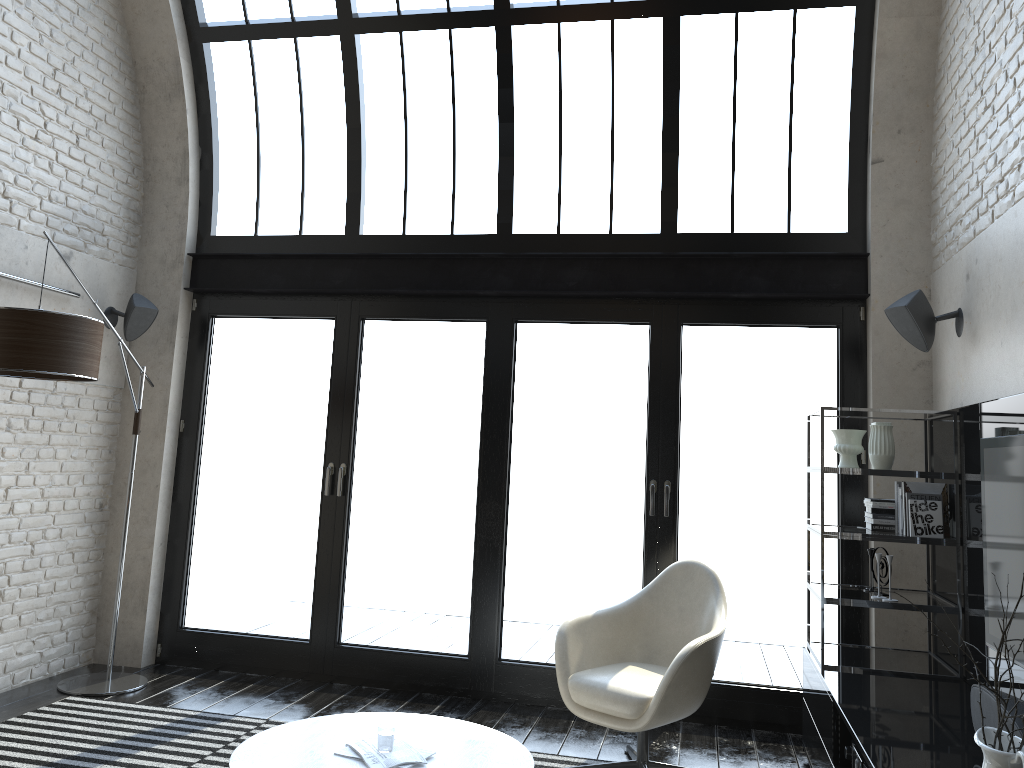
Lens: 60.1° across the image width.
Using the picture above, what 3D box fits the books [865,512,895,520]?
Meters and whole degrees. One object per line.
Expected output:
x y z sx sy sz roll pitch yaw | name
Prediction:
1.890 0.652 4.340 0.268 0.024 0.218 2 -5 12 | books

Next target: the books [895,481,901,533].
1.921 0.590 4.208 0.178 0.243 0.044 1 -8 12 | books

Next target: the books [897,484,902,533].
1.910 0.593 4.167 0.171 0.231 0.041 1 -8 12 | books

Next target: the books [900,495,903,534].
1.872 0.611 4.106 0.125 0.182 0.038 1 -8 12 | books

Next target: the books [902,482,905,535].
1.892 0.576 4.058 0.178 0.245 0.048 1 -8 12 | books

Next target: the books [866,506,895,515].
1.881 0.625 4.343 0.248 0.029 0.196 2 -5 14 | books

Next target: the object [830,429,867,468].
1.678 0.328 4.411 0.171 0.195 0.171 1 -7 12 | object

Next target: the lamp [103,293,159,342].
-2.419 -0.423 5.590 0.357 0.309 0.176 -1 -8 30 | lamp

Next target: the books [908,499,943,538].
1.866 0.608 3.990 0.136 0.166 0.040 1 -8 12 | books

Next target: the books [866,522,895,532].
1.887 0.703 4.331 0.268 0.034 0.196 2 -5 14 | books

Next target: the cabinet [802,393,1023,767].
1.517 0.866 2.932 0.734 1.737 3.081 1 -6 12 | cabinet

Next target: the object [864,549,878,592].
1.740 0.903 4.291 0.065 0.200 0.065 7 -9 -28 | object

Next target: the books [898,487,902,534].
1.910 0.597 4.144 0.182 0.218 0.017 1 -8 12 | books

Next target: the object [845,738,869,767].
1.418 1.386 3.119 0.419 0.131 0.443 2 -5 12 | object

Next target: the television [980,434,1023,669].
1.694 0.538 2.734 0.072 0.778 1.308 1 -6 12 | television

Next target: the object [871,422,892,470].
1.777 0.302 4.255 0.073 0.230 0.117 1 -8 12 | object

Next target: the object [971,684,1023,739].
1.558 1.056 2.690 0.204 0.220 0.524 1 -5 12 | object

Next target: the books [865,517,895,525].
1.878 0.674 4.330 0.251 0.024 0.196 2 -5 10 | books

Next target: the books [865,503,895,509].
1.886 0.604 4.342 0.262 0.015 0.192 2 -5 12 | books

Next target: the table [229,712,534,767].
-0.470 1.503 3.206 1.087 0.302 1.081 -1 -6 35 | table

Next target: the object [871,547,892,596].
1.746 0.882 4.176 0.045 0.221 0.178 3 -7 0 | object

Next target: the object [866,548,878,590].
1.776 0.910 4.356 0.065 0.200 0.065 7 -9 -28 | object

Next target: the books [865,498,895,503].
1.887 0.577 4.354 0.260 0.012 0.208 2 -5 14 | books

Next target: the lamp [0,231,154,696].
-2.228 0.511 4.590 0.557 2.348 1.830 3 -7 -1 | lamp

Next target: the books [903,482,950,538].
1.889 0.574 4.038 0.187 0.246 0.043 1 -8 12 | books

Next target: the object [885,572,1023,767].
1.104 0.699 2.127 0.352 0.788 0.692 2 -7 9 | object

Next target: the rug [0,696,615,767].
-1.076 1.588 2.748 3.403 0.004 3.466 2 -5 12 | rug

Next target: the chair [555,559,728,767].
0.651 1.317 4.116 0.717 0.949 0.771 -3 -9 42 | chair

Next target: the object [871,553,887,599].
1.683 0.881 4.062 0.065 0.200 0.065 9 -10 -37 | object

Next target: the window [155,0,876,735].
-0.327 -1.023 4.240 4.284 5.541 2.842 1 -8 12 | window

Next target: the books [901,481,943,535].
1.893 0.577 4.075 0.177 0.246 0.034 1 -8 12 | books

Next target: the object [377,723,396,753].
-0.461 1.296 3.236 0.067 0.088 0.067 0 -8 25 | object

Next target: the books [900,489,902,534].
1.907 0.599 4.128 0.178 0.211 0.027 1 -8 12 | books

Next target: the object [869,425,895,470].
1.728 0.299 4.136 0.112 0.211 0.113 1 -8 12 | object

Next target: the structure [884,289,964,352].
2.016 -0.308 4.297 0.358 0.309 0.176 3 -7 -6 | structure

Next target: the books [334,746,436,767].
-0.461 1.346 3.228 0.312 0.015 0.203 0 -5 27 | books

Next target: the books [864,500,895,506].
1.883 0.589 4.346 0.257 0.015 0.192 2 -5 10 | books

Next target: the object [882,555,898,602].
1.705 0.876 3.990 0.065 0.200 0.065 9 -10 -37 | object

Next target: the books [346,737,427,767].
-0.461 1.343 3.229 0.205 0.024 0.310 5 -5 -28 | books

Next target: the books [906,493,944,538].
1.872 0.596 4.015 0.152 0.196 0.041 1 -8 12 | books
